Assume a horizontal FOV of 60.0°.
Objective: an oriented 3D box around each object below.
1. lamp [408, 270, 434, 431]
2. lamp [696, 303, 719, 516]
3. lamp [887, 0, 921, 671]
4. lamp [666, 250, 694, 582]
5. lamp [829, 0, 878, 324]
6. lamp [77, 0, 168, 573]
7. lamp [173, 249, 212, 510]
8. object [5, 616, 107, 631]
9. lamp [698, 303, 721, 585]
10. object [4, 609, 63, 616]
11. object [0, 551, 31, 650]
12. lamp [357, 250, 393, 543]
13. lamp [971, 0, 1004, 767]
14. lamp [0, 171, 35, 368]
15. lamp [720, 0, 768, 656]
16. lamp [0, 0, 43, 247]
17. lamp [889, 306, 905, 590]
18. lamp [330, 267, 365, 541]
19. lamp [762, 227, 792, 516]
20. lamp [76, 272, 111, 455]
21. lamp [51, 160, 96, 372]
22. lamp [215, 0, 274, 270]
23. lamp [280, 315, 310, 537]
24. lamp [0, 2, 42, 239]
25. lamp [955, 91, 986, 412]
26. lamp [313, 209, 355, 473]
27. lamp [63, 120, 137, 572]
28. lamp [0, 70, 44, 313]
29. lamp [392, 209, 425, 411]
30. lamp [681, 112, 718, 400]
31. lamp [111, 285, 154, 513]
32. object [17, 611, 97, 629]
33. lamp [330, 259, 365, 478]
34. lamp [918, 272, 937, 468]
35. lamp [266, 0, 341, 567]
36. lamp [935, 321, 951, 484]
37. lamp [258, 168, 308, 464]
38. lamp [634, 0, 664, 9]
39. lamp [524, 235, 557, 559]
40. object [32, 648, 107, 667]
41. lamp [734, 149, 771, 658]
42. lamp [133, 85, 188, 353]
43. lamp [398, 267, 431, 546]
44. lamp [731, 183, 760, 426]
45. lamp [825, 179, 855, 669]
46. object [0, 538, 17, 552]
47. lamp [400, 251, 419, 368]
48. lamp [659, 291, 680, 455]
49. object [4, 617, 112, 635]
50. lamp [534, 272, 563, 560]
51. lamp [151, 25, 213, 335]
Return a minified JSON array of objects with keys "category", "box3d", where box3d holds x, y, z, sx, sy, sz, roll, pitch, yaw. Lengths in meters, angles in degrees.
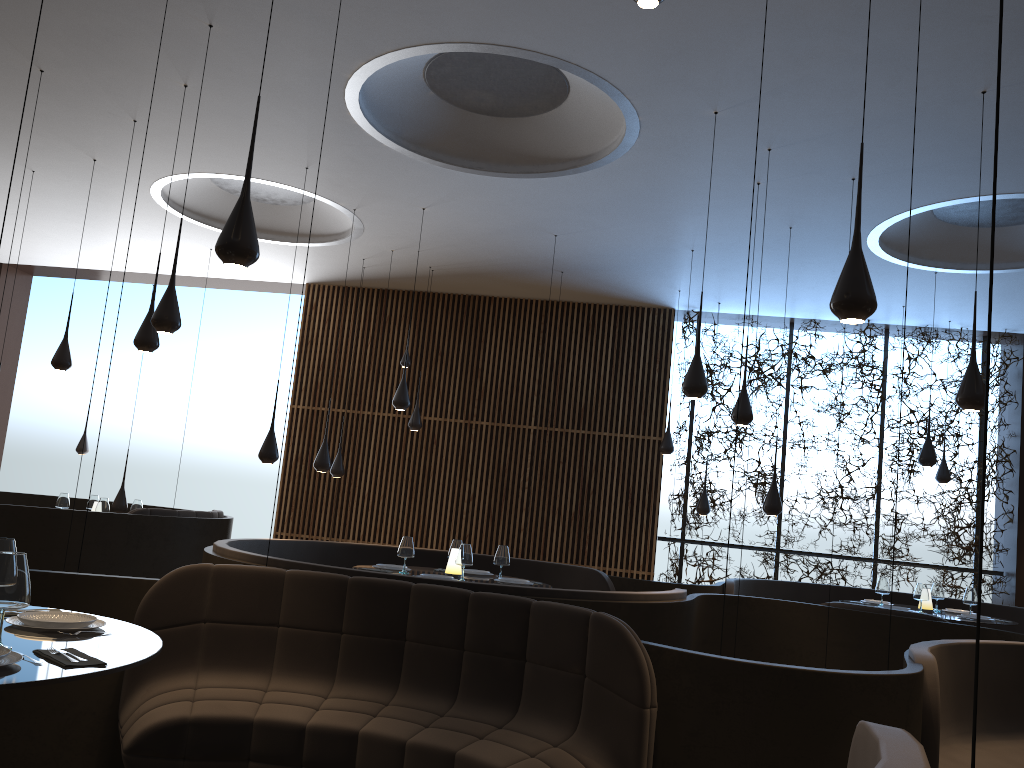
[{"category":"lamp","box3d":[-1.203,-0.468,12.070,0.196,2.217,0.196,1,-8,32]},{"category":"lamp","box3d":[2.740,0.324,12.209,0.196,2.952,0.196,0,-9,42]},{"category":"lamp","box3d":[1.926,0.787,4.465,0.196,6.257,0.196,0,-9,42]},{"category":"lamp","box3d":[1.765,1.557,9.831,0.196,6.257,0.196,11,-9,-37]},{"category":"lamp","box3d":[1.587,-1.366,3.976,0.196,2.217,0.196,0,-9,42]},{"category":"lamp","box3d":[-2.462,0.455,5.236,0.196,6.257,0.196,1,-8,32]},{"category":"lamp","box3d":[-4.481,1.226,11.905,0.196,6.257,0.196,8,-7,-17]},{"category":"object","box3d":[-1.656,0.870,3.225,0.332,0.014,0.333,-2,-11,41]},{"category":"lamp","box3d":[2.591,1.964,12.039,0.196,6.257,0.196,1,-8,32]},{"category":"object","box3d":[-1.871,0.887,3.437,0.126,0.017,0.263,-2,-11,41]},{"category":"object","box3d":[-1.568,0.670,2.738,0.142,0.294,0.142,11,-9,-36]},{"category":"lamp","box3d":[-1.857,1.370,11.070,0.196,6.257,0.196,1,-8,35]},{"category":"lamp","box3d":[0.716,0.887,1.398,0.196,6.257,0.196,11,-9,-37]},{"category":"lamp","box3d":[-5.424,-0.887,9.599,0.196,2.952,0.196,0,-9,42]},{"category":"lamp","box3d":[1.051,0.671,4.275,0.196,6.257,0.196,0,-9,42]},{"category":"lamp","box3d":[-2.825,0.322,4.578,0.196,6.257,0.196,7,-7,-7]},{"category":"lamp","box3d":[4.821,2.075,11.254,0.196,6.257,0.196,1,-8,32]},{"category":"lamp","box3d":[-2.387,1.460,12.053,0.196,6.257,0.196,4,-7,15]},{"category":"lamp","box3d":[2.726,-0.152,8.966,0.196,2.952,0.196,5,-7,3]},{"category":"lamp","box3d":[-6.616,-0.348,14.110,0.196,2.952,0.196,1,-8,32]},{"category":"lamp","box3d":[-4.450,-1.231,9.086,0.196,2.217,0.196,0,-9,42]},{"category":"lamp","box3d":[-1.136,-1.624,4.127,0.196,2.217,0.196,11,-9,-37]},{"category":"lamp","box3d":[-3.235,2.098,12.396,0.196,6.257,0.196,8,-7,-17]},{"category":"lamp","box3d":[-3.140,0.364,5.084,0.196,6.257,0.196,7,-7,-7]},{"category":"lamp","box3d":[3.144,-0.917,5.986,0.196,2.217,0.196,0,-9,42]},{"category":"lamp","box3d":[-1.918,-0.503,9.795,0.196,2.952,0.196,11,-9,-37]},{"category":"lamp","box3d":[-3.760,0.688,7.731,0.196,6.257,0.196,4,-7,13]},{"category":"lamp","box3d":[-4.169,0.525,6.898,0.196,6.257,0.196,4,-7,13]},{"category":"lamp","box3d":[-1.077,-0.818,9.564,0.196,2.217,0.196,5,-7,3]},{"category":"lamp","box3d":[1.456,-0.987,6.679,0.196,2.217,0.196,0,-9,42]},{"category":"lamp","box3d":[-4.808,0.171,11.348,0.196,2.952,0.196,11,-9,-37]},{"category":"object","box3d":[-1.655,0.861,3.226,0.263,0.029,0.264,-2,-12,45]},{"category":"lamp","box3d":[-2.153,-0.231,11.814,0.196,2.952,0.196,7,-7,-7]},{"category":"lamp","box3d":[4.723,-0.173,9.978,0.196,2.217,0.196,7,-7,-7]},{"category":"lamp","box3d":[-1.338,0.544,5.067,0.196,6.257,0.196,0,-9,42]},{"category":"lamp","box3d":[5.874,0.239,11.988,0.196,2.217,0.196,1,-8,32]},{"category":"lamp","box3d":[-2.194,-0.696,8.668,0.196,2.952,0.196,9,-8,-27]},{"category":"lamp","box3d":[0.521,-1.988,2.988,0.133,1.504,0.133,5,-7,3]},{"category":"lamp","box3d":[0.188,1.391,9.791,0.196,6.257,0.196,11,-9,-37]},{"category":"object","box3d":[-1.346,0.832,2.695,0.262,0.017,0.127,-2,-11,43]},{"category":"lamp","box3d":[1.823,1.147,6.990,0.196,6.257,0.196,0,-9,42]},{"category":"lamp","box3d":[-2.788,-1.347,7.139,0.196,2.217,0.196,4,-7,13]},{"category":"lamp","box3d":[-1.425,1.502,11.671,0.196,6.257,0.196,4,-7,15]},{"category":"lamp","box3d":[2.136,-0.729,7.948,0.196,2.217,0.196,0,-9,42]},{"category":"lamp","box3d":[2.680,1.295,7.406,0.196,6.257,0.196,0,-9,42]},{"category":"object","box3d":[-1.872,0.709,3.217,0.142,0.294,0.142,5,-7,7]},{"category":"lamp","box3d":[-1.274,-0.954,11.276,0.133,1.504,0.133,5,-7,3]},{"category":"lamp","box3d":[2.152,-0.161,11.840,0.196,2.217,0.196,0,-9,42]},{"category":"object","box3d":[-1.652,0.872,3.222,0.410,0.012,0.205,-1,-10,37]},{"category":"lamp","box3d":[0.345,1.622,11.261,0.196,6.257,0.196,8,-7,-17]},{"category":"lamp","box3d":[-2.246,-1.441,6.149,0.196,2.217,0.196,5,-7,3]}]
